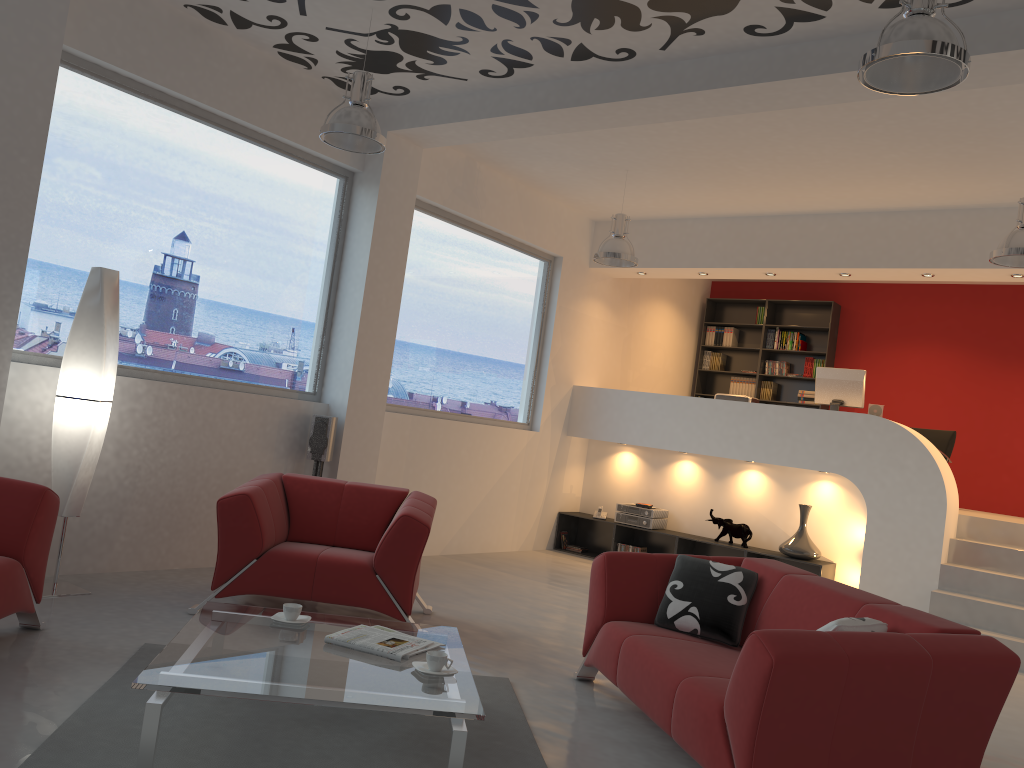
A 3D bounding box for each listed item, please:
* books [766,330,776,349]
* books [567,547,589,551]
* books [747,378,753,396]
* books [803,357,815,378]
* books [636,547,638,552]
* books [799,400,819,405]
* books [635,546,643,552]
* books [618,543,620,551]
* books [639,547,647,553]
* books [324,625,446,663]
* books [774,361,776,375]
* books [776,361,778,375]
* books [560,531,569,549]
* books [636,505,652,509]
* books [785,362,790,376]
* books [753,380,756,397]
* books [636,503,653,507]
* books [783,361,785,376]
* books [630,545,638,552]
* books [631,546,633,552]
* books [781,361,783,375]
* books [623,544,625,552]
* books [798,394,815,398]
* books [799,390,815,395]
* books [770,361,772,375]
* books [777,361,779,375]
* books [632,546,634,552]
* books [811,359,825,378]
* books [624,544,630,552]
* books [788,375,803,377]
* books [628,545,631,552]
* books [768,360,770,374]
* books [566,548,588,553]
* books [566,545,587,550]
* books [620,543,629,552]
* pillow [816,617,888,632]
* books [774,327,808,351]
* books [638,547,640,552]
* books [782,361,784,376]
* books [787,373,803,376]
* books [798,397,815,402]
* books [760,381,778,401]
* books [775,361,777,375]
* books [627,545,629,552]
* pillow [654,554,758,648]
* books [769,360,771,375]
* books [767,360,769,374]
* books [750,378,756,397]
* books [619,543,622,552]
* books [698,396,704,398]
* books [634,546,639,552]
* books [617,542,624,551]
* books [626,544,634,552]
[{"bbox_3d":[3.272,-0.540,11.126,0.090,0.256,0.181,6,-3,37],"label":"books"},{"bbox_3d":[0.692,1.738,9.353,0.190,0.015,0.135,6,-3,37],"label":"books"},{"bbox_3d":[3.037,0.068,11.195,0.040,0.260,0.200,6,-3,37],"label":"books"},{"bbox_3d":[3.636,-0.185,10.801,0.090,0.256,0.181,6,-3,37],"label":"books"},{"bbox_3d":[1.278,1.722,8.855,0.031,0.190,0.135,6,-3,37],"label":"books"},{"bbox_3d":[3.628,0.238,10.713,0.260,0.040,0.200,6,-3,39],"label":"books"},{"bbox_3d":[1.266,1.721,8.864,0.031,0.190,0.135,6,-3,37],"label":"books"},{"bbox_3d":[1.111,1.705,8.982,0.031,0.190,0.135,6,-3,37],"label":"books"},{"bbox_3d":[1.302,1.725,8.837,0.031,0.190,0.135,6,-3,37],"label":"books"},{"bbox_3d":[-0.507,1.021,3.508,0.367,0.035,0.345,6,-3,27],"label":"books"},{"bbox_3d":[3.300,-0.186,11.061,0.031,0.190,0.135,6,-3,37],"label":"books"},{"bbox_3d":[3.324,-0.183,11.043,0.031,0.190,0.135,6,-3,37],"label":"books"},{"bbox_3d":[0.562,1.655,9.399,0.063,0.187,0.135,6,-3,37],"label":"books"},{"bbox_3d":[1.332,1.236,8.945,0.135,0.015,0.190,7,-3,17],"label":"books"},{"bbox_3d":[3.408,-0.175,10.980,0.031,0.190,0.135,6,-3,37],"label":"books"},{"bbox_3d":[3.101,0.075,11.146,0.040,0.260,0.200,6,-3,37],"label":"books"},{"bbox_3d":[1.337,1.222,8.955,0.135,0.015,0.190,7,-3,22],"label":"books"},{"bbox_3d":[3.396,-0.176,10.989,0.031,0.190,0.135,6,-3,37],"label":"books"},{"bbox_3d":[1.218,1.716,8.901,0.031,0.190,0.135,6,-3,37],"label":"books"},{"bbox_3d":[1.230,1.718,8.891,0.031,0.190,0.135,6,-3,37],"label":"books"},{"bbox_3d":[3.372,-0.179,11.007,0.031,0.190,0.135,6,-3,37],"label":"books"},{"bbox_3d":[1.159,1.710,8.946,0.031,0.190,0.135,6,-3,37],"label":"books"},{"bbox_3d":[3.618,0.156,10.727,0.260,0.040,0.200,6,-3,37],"label":"books"},{"bbox_3d":[3.627,0.117,10.716,0.260,0.040,0.200,6,-3,37],"label":"books"},{"bbox_3d":[3.265,-0.190,11.089,0.031,0.190,0.135,6,-3,37],"label":"books"},{"bbox_3d":[3.336,-0.182,11.034,0.031,0.190,0.135,6,-3,37],"label":"books"},{"bbox_3d":[1.242,1.719,8.882,0.031,0.190,0.135,6,-3,37],"label":"books"},{"bbox_3d":[3.730,-0.168,10.727,0.146,0.240,0.170,6,-3,37],"label":"books"},{"bbox_3d":[1.171,1.711,8.937,0.031,0.190,0.135,6,-3,37],"label":"books"},{"bbox_3d":[3.503,-0.092,10.896,0.190,0.015,0.135,6,-3,37],"label":"books"},{"bbox_3d":[1.207,1.715,8.910,0.031,0.190,0.135,6,-3,37],"label":"books"},{"bbox_3d":[3.241,-0.192,11.107,0.031,0.190,0.135,6,-3,37],"label":"books"},{"bbox_3d":[0.686,1.753,9.356,0.190,0.015,0.135,6,-3,37],"label":"books"},{"bbox_3d":[0.681,1.722,9.364,0.190,0.015,0.135,6,-3,37],"label":"books"},{"bbox_3d":[1.135,1.708,8.964,0.031,0.190,0.135,6,-3,37],"label":"books"},{"bbox_3d":[1.136,0.995,3.197,0.288,0.343,0.402,5,-4,45],"label":"pillow"},{"bbox_3d":[3.448,-0.538,10.965,0.341,0.286,0.231,6,-3,37],"label":"books"},{"bbox_3d":[1.290,1.724,8.846,0.031,0.190,0.135,6,-3,37],"label":"books"},{"bbox_3d":[3.384,-0.177,10.998,0.031,0.190,0.135,6,-3,37],"label":"books"},{"bbox_3d":[3.497,-0.108,10.903,0.190,0.015,0.135,5,-4,42],"label":"books"},{"bbox_3d":[3.617,0.197,10.723,0.260,0.040,0.200,6,-3,37],"label":"books"},{"bbox_3d":[3.207,0.096,11.079,0.146,0.240,0.170,6,-3,37],"label":"books"},{"bbox_3d":[3.312,-0.185,11.052,0.031,0.190,0.135,6,-3,37],"label":"books"},{"bbox_3d":[1.195,1.714,8.919,0.031,0.190,0.135,6,-3,37],"label":"books"},{"bbox_3d":[0.916,1.010,4.170,0.402,0.343,0.288,6,-3,30],"label":"pillow"},{"bbox_3d":[3.253,-0.191,11.098,0.031,0.190,0.135,6,-3,37],"label":"books"},{"bbox_3d":[3.229,-0.193,11.116,0.031,0.190,0.135,6,-3,37],"label":"books"},{"bbox_3d":[3.069,0.071,11.170,0.040,0.260,0.200,6,-3,37],"label":"books"},{"bbox_3d":[1.123,1.707,8.973,0.031,0.190,0.135,6,-3,37],"label":"books"},{"bbox_3d":[2.583,0.326,11.481,0.341,0.286,0.231,6,-3,37],"label":"books"},{"bbox_3d":[1.254,1.720,8.873,0.031,0.190,0.135,6,-3,37],"label":"books"},{"bbox_3d":[1.099,1.704,8.991,0.031,0.190,0.135,6,-3,37],"label":"books"},{"bbox_3d":[1.183,1.713,8.928,0.031,0.190,0.135,6,-3,37],"label":"books"}]
